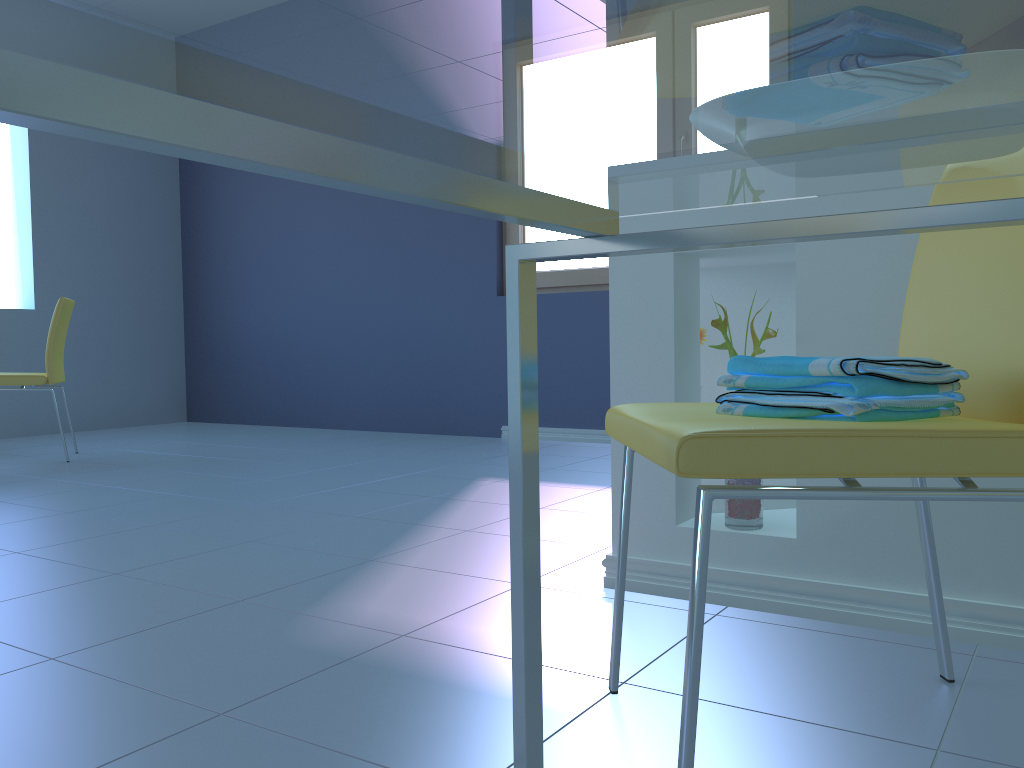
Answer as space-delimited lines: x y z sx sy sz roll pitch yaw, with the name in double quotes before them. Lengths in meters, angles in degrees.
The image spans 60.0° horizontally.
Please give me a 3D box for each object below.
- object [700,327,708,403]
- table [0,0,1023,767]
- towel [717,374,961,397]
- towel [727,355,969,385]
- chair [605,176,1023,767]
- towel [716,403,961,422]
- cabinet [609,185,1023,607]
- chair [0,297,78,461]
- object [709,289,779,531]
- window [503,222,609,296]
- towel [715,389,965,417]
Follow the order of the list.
"object" 0.388 0.061 1.882 0.050 0.365 0.085 1 3 31
"table" 0.324 0.146 0.273 1.173 0.590 0.730 1 3 33
"towel" 0.358 -0.001 0.979 0.195 0.027 0.192 -3 3 -36
"towel" 0.361 -0.017 0.977 0.195 0.033 0.190 -2 3 -30
"chair" 0.375 0.057 0.990 0.484 0.695 0.387 -1 2 -3
"towel" 0.358 0.028 0.983 0.195 0.024 0.201 -3 3 -37
"cabinet" 1.541 -0.054 2.089 2.139 0.800 2.200 1 3 33
"chair" -2.151 -0.019 3.835 0.484 0.699 0.387 -2 3 -21
"object" 0.408 0.044 1.577 0.067 0.423 0.229 -2 3 -26
"window" 0.564 -1.067 4.069 1.475 1.263 0.142 1 3 33
"towel" 0.357 0.015 0.977 0.195 0.024 0.201 -2 3 -32
